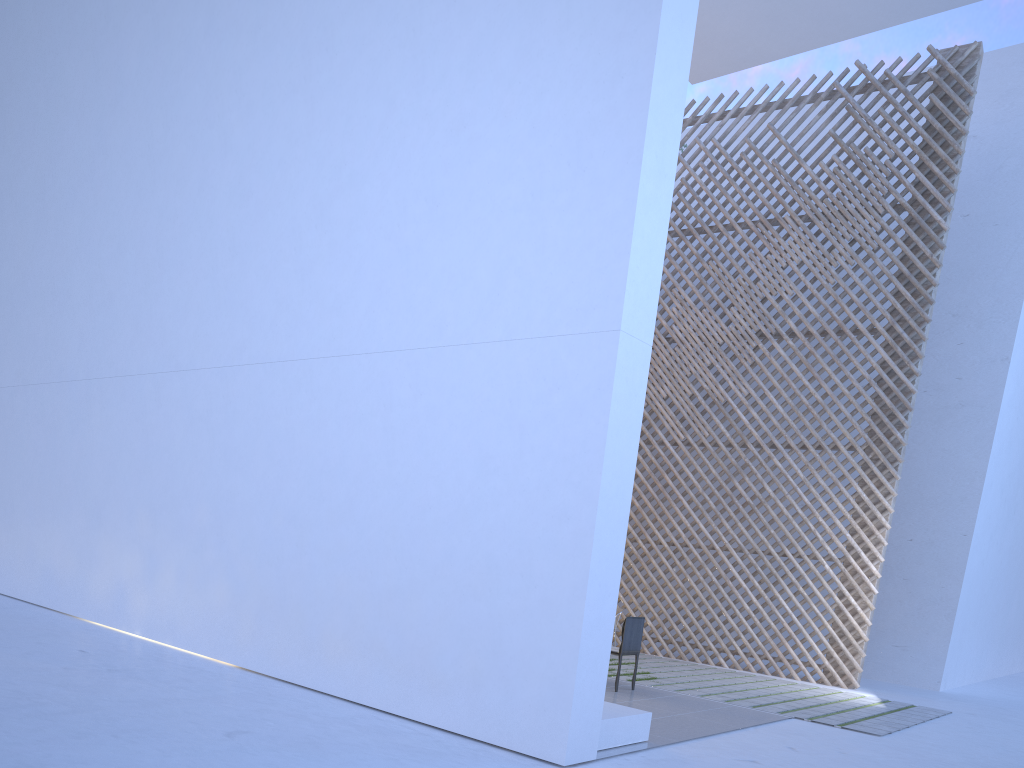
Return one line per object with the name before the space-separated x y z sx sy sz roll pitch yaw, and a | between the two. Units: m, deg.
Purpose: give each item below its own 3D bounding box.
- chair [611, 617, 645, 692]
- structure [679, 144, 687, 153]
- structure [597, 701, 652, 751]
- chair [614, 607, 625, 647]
chair | 0.565 1.499 4.614 0.231 0.449 0.191 11 8 39
structure | 0.245 -0.824 7.084 2.313 2.795 0.723 7 8 30
structure | -0.422 -0.080 4.436 3.576 3.395 1.722 5 4 39
chair | 0.725 1.914 6.424 0.251 0.388 0.252 6 4 -10
